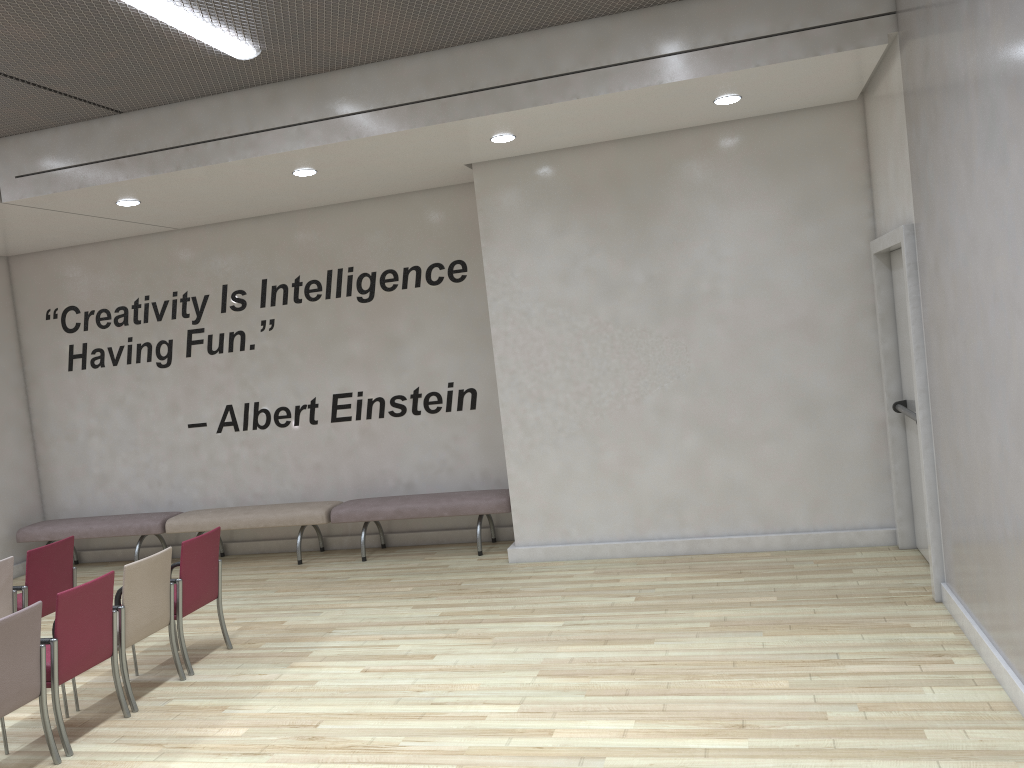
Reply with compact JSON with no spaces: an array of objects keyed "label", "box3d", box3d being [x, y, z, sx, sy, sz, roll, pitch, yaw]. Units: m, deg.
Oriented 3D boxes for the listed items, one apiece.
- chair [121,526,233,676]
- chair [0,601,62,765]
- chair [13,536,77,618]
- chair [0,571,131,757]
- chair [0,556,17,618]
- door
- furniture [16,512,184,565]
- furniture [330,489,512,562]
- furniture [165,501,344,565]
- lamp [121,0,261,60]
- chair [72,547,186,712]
[{"label":"chair","box3d":[-2.339,1.487,6.126,0.640,0.890,0.513,-6,3,14]},{"label":"chair","box3d":[-2.746,1.619,4.522,0.640,0.890,0.513,-6,3,14]},{"label":"chair","box3d":[-3.523,1.604,6.436,0.640,0.890,0.513,-6,3,14]},{"label":"chair","box3d":[-2.611,1.575,5.066,0.640,0.890,0.513,-6,3,15]},{"label":"chair","box3d":[-3.664,1.649,5.894,0.640,0.890,0.513,-6,3,15]},{"label":"door","box3d":[2.830,0.137,6.231,0.200,2.400,1.400,-6,3,15]},{"label":"furniture","box3d":[-4.397,1.707,9.537,1.833,0.550,0.530,-6,3,15]},{"label":"furniture","box3d":[-0.821,1.354,8.602,1.833,0.550,0.530,-6,3,15]},{"label":"furniture","box3d":[-2.607,1.530,9.069,1.833,0.550,0.530,-6,3,15]},{"label":"lamp","box3d":[-2.113,-1.994,4.152,0.198,0.045,3.303,-6,3,15]},{"label":"chair","box3d":[-2.478,1.531,5.596,0.640,0.890,0.513,-6,3,15]}]
